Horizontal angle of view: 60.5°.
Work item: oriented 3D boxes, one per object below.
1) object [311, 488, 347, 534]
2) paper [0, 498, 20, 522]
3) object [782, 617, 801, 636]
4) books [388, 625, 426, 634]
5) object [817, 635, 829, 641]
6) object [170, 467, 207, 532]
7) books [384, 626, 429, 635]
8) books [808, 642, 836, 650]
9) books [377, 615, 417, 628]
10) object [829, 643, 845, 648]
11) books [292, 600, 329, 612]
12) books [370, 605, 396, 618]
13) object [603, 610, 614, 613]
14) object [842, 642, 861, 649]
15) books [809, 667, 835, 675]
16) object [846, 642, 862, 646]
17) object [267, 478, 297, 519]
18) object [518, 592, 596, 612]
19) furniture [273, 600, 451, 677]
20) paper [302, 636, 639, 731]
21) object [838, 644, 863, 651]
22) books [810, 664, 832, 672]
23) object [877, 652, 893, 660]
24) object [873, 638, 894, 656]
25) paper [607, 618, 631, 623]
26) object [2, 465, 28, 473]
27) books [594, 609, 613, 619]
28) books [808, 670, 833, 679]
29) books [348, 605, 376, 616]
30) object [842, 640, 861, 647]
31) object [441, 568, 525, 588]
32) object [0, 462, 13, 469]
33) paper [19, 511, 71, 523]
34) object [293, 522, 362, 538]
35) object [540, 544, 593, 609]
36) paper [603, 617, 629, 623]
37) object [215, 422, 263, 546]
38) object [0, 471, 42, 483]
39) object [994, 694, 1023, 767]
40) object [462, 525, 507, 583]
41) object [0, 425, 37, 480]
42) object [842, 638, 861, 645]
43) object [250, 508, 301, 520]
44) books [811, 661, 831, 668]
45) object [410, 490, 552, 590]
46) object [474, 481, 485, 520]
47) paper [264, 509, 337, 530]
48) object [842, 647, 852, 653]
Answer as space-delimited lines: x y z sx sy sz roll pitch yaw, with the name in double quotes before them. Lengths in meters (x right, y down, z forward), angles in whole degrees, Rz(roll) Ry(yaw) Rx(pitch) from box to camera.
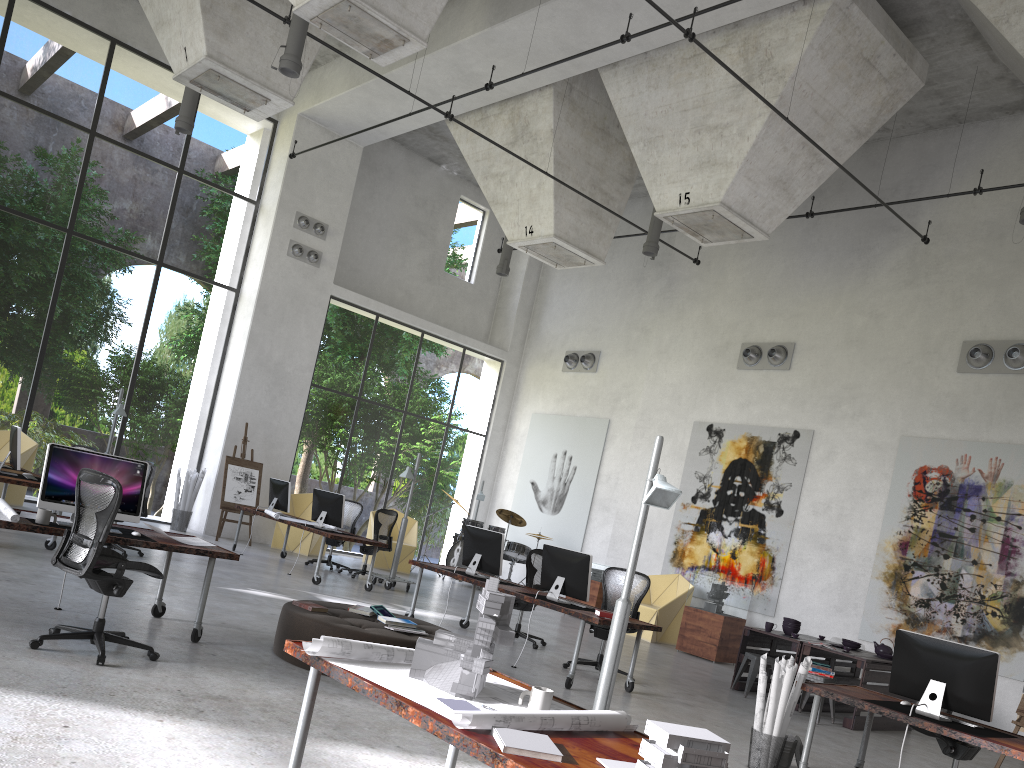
"object" -2.642 1.863 12.852 0.706 0.550 0.384 7 -6 41
"paper" -3.874 0.756 5.853 1.096 0.104 0.967 20 -11 -40
"object" 3.437 2.992 10.814 0.218 0.213 0.191 16 -6 -39
"books" -0.845 1.965 7.037 0.302 0.040 0.221 13 -8 -6
"object" 3.989 3.264 11.289 0.139 0.056 0.116 16 -8 -25
"object" -5.741 2.017 15.473 0.435 1.205 0.418 12 -2 27
"books" -0.843 1.969 7.011 0.304 0.031 0.219 16 -9 -25
"books" 3.600 3.024 10.198 0.302 0.030 0.227 10 -9 17
"books" -0.952 1.976 7.295 0.288 0.033 0.197 17 -9 -27
"object" 3.927 3.154 10.564 0.232 0.019 0.239 4 -12 44
"books" -1.639 1.808 7.145 0.252 0.032 0.178 5 -11 40
"books" -1.101 1.958 7.510 0.202 0.102 0.147 8 -8 34
"object" 0.948 2.203 8.488 0.148 0.011 0.011 10 -5 17
"object" 4.141 3.206 10.733 0.228 0.047 0.232 11 -8 9
"books" 3.405 3.175 9.755 0.286 0.033 0.198 14 -8 -10
"object" 4.150 3.179 10.736 0.227 0.062 0.233 4 -11 44
"object" -3.650 1.821 14.017 0.384 0.550 0.708 15 -6 -39
"object" 0.542 2.272 9.099 0.700 0.008 0.841 19 -11 -38
"furniture" -1.195 2.157 7.319 1.536 0.426 1.496 19 -10 -38
"paper" -0.175 1.218 3.573 1.065 0.104 0.995 4 -12 44
"object" 4.138 3.227 10.734 0.292 0.024 0.301 8 -10 27
"books" 3.408 3.142 9.759 0.253 0.032 0.177 11 -8 10
"object" 4.443 3.227 10.398 0.227 0.047 0.234 8 -9 27
"object" 4.519 3.198 10.661 0.216 0.231 0.216 16 -6 -42
"paper" 0.979 2.273 8.520 0.294 0.001 0.210 16 -9 -23
"object" -6.583 1.021 11.132 0.700 0.008 0.841 19 -11 -38
"books" 0.954 2.236 8.489 0.286 0.052 0.203 14 -8 -9
"books" 3.398 3.208 9.755 0.284 0.035 0.200 12 -8 5
"books" -1.275 1.941 7.532 0.197 0.035 0.288 12 -9 6
"object" 4.145 3.191 10.732 0.226 0.062 0.234 4 -11 44
"object" -0.346 2.236 10.126 0.700 0.008 0.841 19 -11 -38
"object" -6.526 0.744 11.135 0.384 0.550 0.708 15 -6 -39
"paper" -3.375 1.002 6.487 0.492 0.001 0.426 17 -10 -30
"object" -2.700 2.140 12.849 0.840 0.008 0.702 5 -11 40
"object" 0.599 1.996 9.102 0.384 0.550 0.708 15 -6 -39
"paper" 0.971 2.273 8.516 0.291 0.001 0.211 14 -9 -9
"object" -4.819 1.739 15.545 0.705 2.136 0.676 14 -2 -40
"object" -5.681 1.058 10.084 0.699 0.008 0.843 18 -10 -34
"object" 5.349 2.850 8.410 0.691 2.136 0.698 13 -2 -19
"object" -0.289 1.959 10.129 0.384 0.550 0.708 15 -6 -39
"object" -5.623 0.781 10.088 0.383 0.550 0.709 15 -6 -34
"object" 4.146 3.167 10.739 0.233 0.058 0.226 19 -11 -40
"object" -3.708 2.098 14.014 0.700 0.008 0.841 19 -11 -38
"books" 3.418 3.115 9.758 0.204 0.025 0.146 12 -8 5
"object" -0.474 3.209 17.620 2.938 1.735 1.918 8 -7 34
"object" -0.850 3.149 19.101 0.581 2.144 0.596 13 -1 -6
"paper" -3.252 2.076 13.526 1.092 0.104 0.971 17 -10 -30
"object" 3.820 3.034 10.038 0.136 0.056 0.119 9 -8 25
